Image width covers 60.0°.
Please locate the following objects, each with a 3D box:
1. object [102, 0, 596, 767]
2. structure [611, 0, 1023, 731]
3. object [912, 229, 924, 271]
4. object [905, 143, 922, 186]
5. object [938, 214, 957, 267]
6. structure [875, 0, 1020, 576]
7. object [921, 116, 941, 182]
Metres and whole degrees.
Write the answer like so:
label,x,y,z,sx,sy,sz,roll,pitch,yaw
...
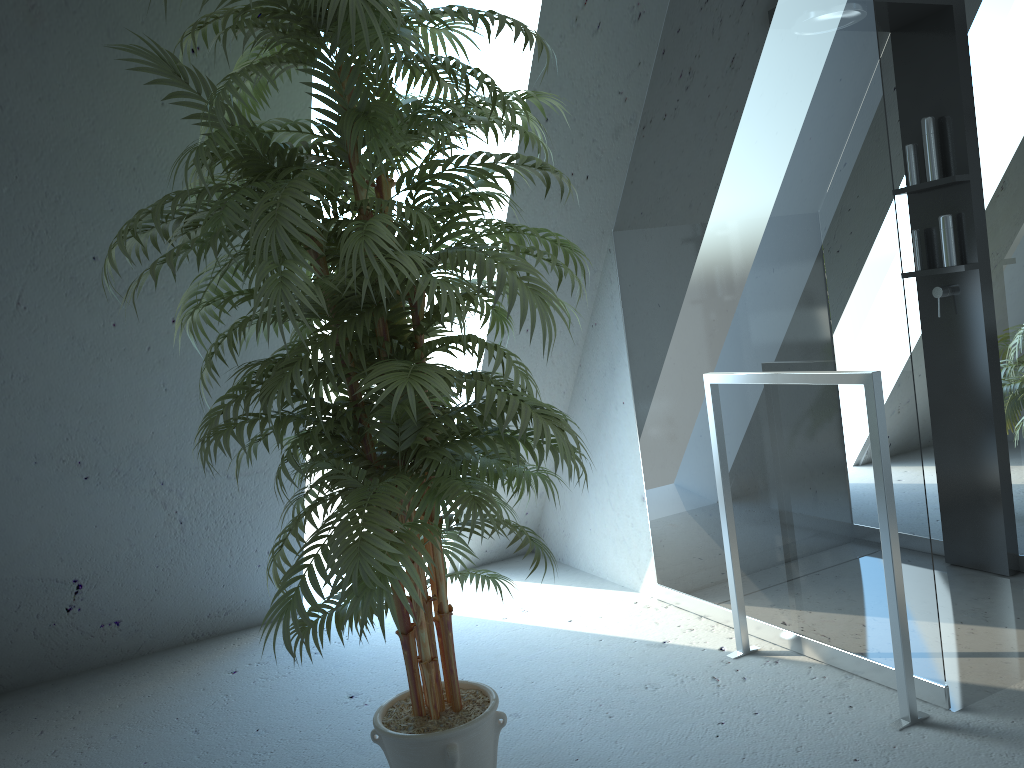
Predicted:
label,x,y,z,sx,sy,sz,roll,pitch,yaw
object,-0.279,-0.023,1.958,1.020,2.034,0.980,-6,4,23
structure,1.174,-0.306,2.579,1.184,2.114,1.835,-10,4,-26
object,1.428,-0.472,3.120,0.023,0.144,0.043,-5,5,31
object,1.395,-0.762,3.082,0.043,0.144,0.023,-8,4,0
object,1.479,-0.487,3.009,0.043,0.175,0.023,-5,5,34
structure,1.295,-0.282,2.973,0.612,1.978,0.250,-10,4,-26
object,1.421,-0.797,3.009,0.043,0.215,0.043,-11,5,-41
